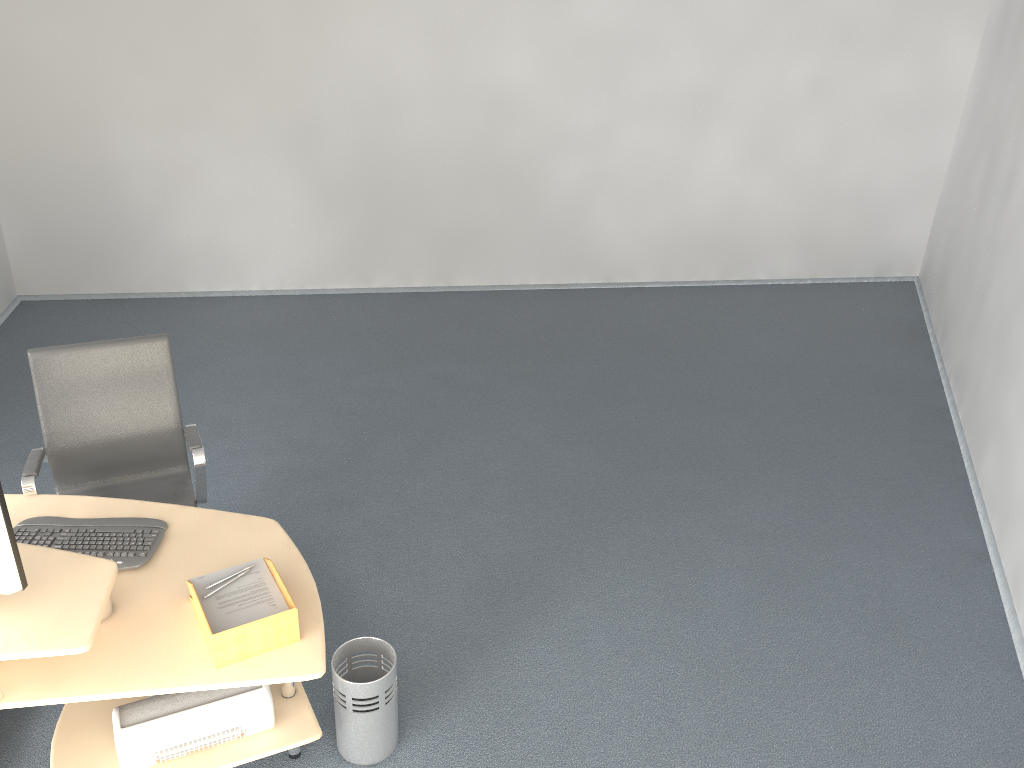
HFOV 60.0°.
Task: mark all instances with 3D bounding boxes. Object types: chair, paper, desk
[{"bbox_3d":[-1.441,0.439,3.308,0.584,1.048,0.652,-9,30,-22],"label":"chair"},{"bbox_3d":[-0.750,0.598,2.454,0.210,0.010,0.297,-13,31,-28],"label":"paper"},{"bbox_3d":[-1.289,0.523,2.593,1.469,1.566,0.967,-2,28,-10],"label":"desk"}]

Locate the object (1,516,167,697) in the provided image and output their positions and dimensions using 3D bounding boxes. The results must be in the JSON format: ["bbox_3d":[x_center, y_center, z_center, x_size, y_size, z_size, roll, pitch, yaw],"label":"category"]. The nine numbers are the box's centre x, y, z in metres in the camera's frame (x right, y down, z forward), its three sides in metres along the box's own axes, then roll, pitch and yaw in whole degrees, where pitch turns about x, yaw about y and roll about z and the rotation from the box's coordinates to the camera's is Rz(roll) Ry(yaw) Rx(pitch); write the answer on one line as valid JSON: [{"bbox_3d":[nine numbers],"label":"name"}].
[{"bbox_3d":[-1.323,0.633,2.510,0.478,0.082,0.814,1,27,-3],"label":"object"}]

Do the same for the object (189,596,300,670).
[{"bbox_3d":[-0.751,0.633,2.472,0.225,0.060,0.309,-13,31,-28],"label":"object"}]

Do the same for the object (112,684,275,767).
[{"bbox_3d":[-0.981,0.949,2.710,0.438,0.162,0.351,-10,30,-23],"label":"object"}]

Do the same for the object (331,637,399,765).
[{"bbox_3d":[-0.485,1.056,2.948,0.208,0.377,0.208,19,32,29],"label":"object"}]

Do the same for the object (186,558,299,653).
[{"bbox_3d":[-0.749,0.583,2.446,0.225,0.060,0.309,-13,31,-28],"label":"object"}]

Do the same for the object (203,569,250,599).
[{"bbox_3d":[-0.802,0.561,2.502,0.008,0.009,0.159,20,32,30],"label":"object"}]

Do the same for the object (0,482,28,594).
[{"bbox_3d":[-1.509,0.386,2.146,0.516,0.418,0.245,8,28,10],"label":"object"}]

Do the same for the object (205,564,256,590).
[{"bbox_3d":[-0.801,0.548,2.528,0.008,0.009,0.159,26,35,37],"label":"object"}]
